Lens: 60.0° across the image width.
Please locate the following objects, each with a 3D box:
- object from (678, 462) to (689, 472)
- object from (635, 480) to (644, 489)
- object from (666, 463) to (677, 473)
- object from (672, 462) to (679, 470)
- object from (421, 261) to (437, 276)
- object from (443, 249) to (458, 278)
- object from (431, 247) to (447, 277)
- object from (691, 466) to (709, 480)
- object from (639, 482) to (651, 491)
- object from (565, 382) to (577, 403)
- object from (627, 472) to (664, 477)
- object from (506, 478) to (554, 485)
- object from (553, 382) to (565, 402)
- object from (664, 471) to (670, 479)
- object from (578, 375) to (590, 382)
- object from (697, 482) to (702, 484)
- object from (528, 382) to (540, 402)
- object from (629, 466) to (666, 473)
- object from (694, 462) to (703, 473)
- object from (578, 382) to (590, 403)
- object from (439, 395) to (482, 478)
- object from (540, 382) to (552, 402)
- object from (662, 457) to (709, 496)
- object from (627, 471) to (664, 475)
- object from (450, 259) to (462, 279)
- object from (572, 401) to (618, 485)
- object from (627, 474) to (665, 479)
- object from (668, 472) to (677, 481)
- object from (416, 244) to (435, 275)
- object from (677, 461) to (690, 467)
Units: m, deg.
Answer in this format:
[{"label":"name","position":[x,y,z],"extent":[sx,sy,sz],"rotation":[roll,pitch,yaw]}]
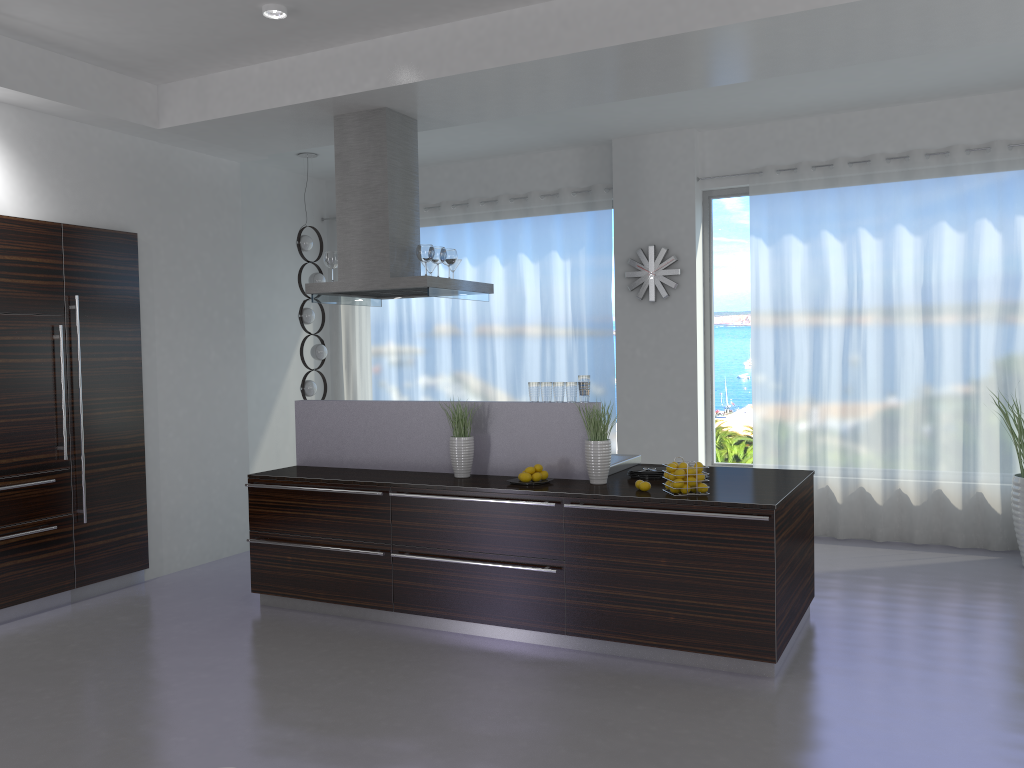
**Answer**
[{"label":"object","position":[0.891,0.433,4.612],"extent":[0.051,0.053,0.063],"rotation":[0,2,28]},{"label":"object","position":[0.686,0.538,4.737],"extent":[0.053,0.051,0.063],"rotation":[-1,2,-5]},{"label":"object","position":[0.832,0.438,4.620],"extent":[0.053,0.051,0.063],"rotation":[-2,2,-16]},{"label":"object","position":[0.854,0.439,4.669],"extent":[0.052,0.060,0.057],"rotation":[-1,2,15]},{"label":"object","position":[-0.595,-0.806,6.474],"extent":[0.137,0.174,0.137],"rotation":[-1,2,-8]},{"label":"object","position":[-0.436,-0.821,6.146],"extent":[0.125,0.221,0.125],"rotation":[-3,3,-39]},{"label":"object","position":[-0.502,-0.815,6.014],"extent":[0.125,0.221,0.125],"rotation":[-3,3,-39]},{"label":"object","position":[1.050,0.512,5.093],"extent":[0.153,0.069,0.153],"rotation":[-1,2,0]},{"label":"object","position":[0.701,0.540,4.674],"extent":[0.063,0.051,0.053],"rotation":[0,2,30]},{"label":"object","position":[0.350,0.048,5.207],"extent":[0.071,0.119,0.072],"rotation":[-2,2,-23]},{"label":"object","position":[0.809,0.527,5.202],"extent":[0.232,0.020,0.232],"rotation":[0,2,35]},{"label":"object","position":[0.104,0.554,5.059],"extent":[0.232,0.020,0.232],"rotation":[0,2,35]},{"label":"object","position":[0.277,0.048,5.243],"extent":[0.071,0.119,0.072],"rotation":[-2,2,-23]},{"label":"object","position":[0.826,0.479,4.663],"extent":[0.053,0.051,0.063],"rotation":[-1,2,-5]},{"label":"object","position":[0.421,0.009,5.169],"extent":[0.071,0.119,0.072],"rotation":[-2,2,-23]},{"label":"object","position":[0.961,0.510,4.642],"extent":[0.062,0.053,0.052],"rotation":[-2,2,-26]},{"label":"object","position":[0.133,0.049,5.316],"extent":[0.072,0.119,0.071],"rotation":[-2,2,-13]},{"label":"object","position":[0.690,0.441,5.346],"extent":[0.269,0.147,0.646],"rotation":[-3,3,-38]},{"label":"object","position":[0.966,0.434,4.595],"extent":[0.050,0.060,0.059],"rotation":[0,2,26]},{"label":"object","position":[0.422,0.048,5.171],"extent":[0.071,0.119,0.072],"rotation":[-2,2,-23]},{"label":"object","position":[-0.322,0.312,5.332],"extent":[0.269,0.502,0.247],"rotation":[0,2,27]},{"label":"object","position":[0.205,0.048,5.279],"extent":[0.071,0.119,0.072],"rotation":[-2,2,-23]},{"label":"object","position":[0.901,0.476,4.609],"extent":[0.189,0.174,0.207],"rotation":[-1,2,-8]},{"label":"object","position":[0.809,0.517,5.202],"extent":[0.232,0.020,0.232],"rotation":[0,2,30]},{"label":"object","position":[-0.425,-0.806,6.389],"extent":[0.137,0.174,0.137],"rotation":[-1,2,-8]},{"label":"object","position":[0.484,0.309,4.956],"extent":[0.269,0.502,0.247],"rotation":[-2,2,-20]},{"label":"object","position":[0.809,0.537,5.202],"extent":[0.232,0.020,0.232],"rotation":[0,2,35]},{"label":"object","position":[0.843,0.483,4.604],"extent":[0.062,0.053,0.052],"rotation":[-1,2,-1]},{"label":"object","position":[-0.572,-0.808,5.873],"extent":[0.125,0.221,0.125],"rotation":[-3,3,-39]},{"label":"object","position":[1.039,0.503,5.365],"extent":[0.153,0.069,0.153],"rotation":[-2,2,-30]}]
